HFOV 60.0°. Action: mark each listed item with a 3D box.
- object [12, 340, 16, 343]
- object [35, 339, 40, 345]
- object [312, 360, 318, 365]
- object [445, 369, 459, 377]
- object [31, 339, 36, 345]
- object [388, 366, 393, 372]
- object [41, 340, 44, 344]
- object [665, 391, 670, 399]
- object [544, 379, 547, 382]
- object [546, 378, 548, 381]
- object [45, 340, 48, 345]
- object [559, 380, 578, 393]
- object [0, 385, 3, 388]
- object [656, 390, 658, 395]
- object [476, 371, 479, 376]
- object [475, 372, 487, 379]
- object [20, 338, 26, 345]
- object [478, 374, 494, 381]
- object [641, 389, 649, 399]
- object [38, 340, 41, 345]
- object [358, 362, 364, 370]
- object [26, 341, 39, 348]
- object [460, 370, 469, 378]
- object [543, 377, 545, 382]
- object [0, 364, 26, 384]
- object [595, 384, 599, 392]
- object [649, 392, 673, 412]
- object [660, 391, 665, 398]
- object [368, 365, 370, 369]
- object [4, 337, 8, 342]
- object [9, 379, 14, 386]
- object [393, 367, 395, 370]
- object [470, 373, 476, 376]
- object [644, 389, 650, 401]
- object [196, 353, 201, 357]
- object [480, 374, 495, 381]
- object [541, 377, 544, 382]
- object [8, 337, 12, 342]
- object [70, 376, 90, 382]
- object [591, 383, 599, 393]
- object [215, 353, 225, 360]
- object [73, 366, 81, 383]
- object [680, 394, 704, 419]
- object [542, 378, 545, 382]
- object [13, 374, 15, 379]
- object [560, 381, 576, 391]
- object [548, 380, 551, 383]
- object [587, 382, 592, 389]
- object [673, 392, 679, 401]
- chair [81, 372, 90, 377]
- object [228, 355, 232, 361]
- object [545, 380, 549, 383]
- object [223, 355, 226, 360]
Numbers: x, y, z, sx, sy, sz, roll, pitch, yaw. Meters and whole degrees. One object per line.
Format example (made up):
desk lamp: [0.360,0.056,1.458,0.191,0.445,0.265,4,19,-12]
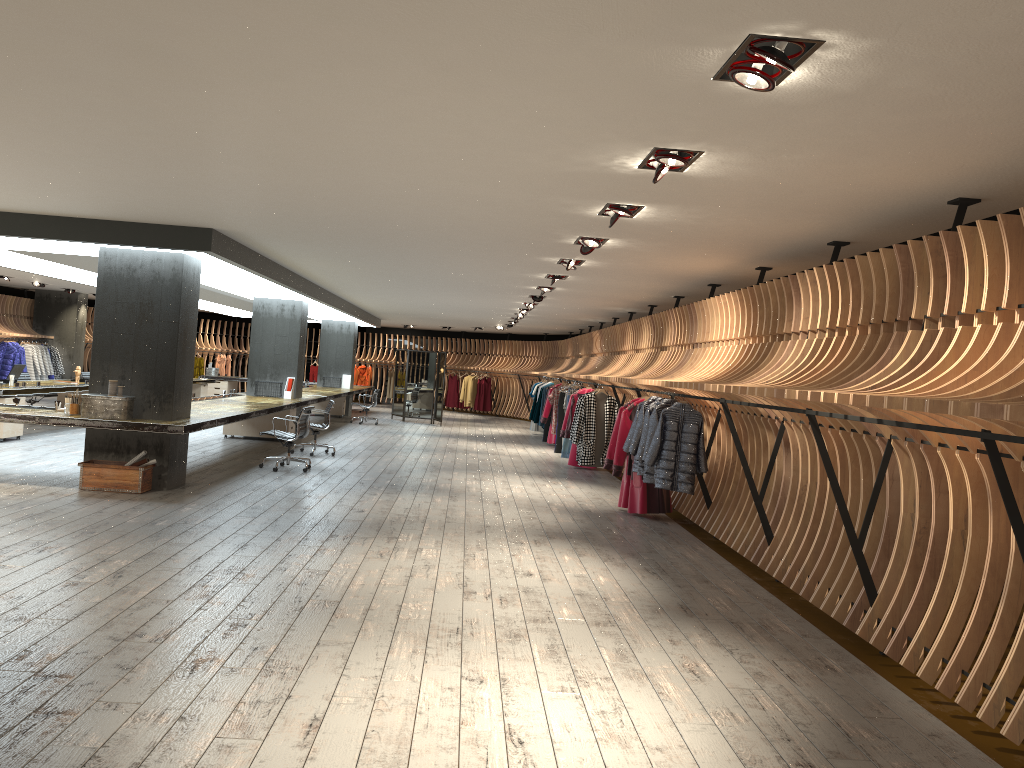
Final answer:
object: [-12.203,-0.995,21.698,0.525,0.270,0.012,4,0,-3]
object: [-12.232,-0.995,22.838,0.518,0.313,0.012,4,0,-3]
object: [-6.827,-0.737,30.787,0.525,0.270,0.012,5,0,42]
object: [-1.961,-0.360,29.658,0.525,0.270,0.012,4,0,-3]
object: [-12.224,-0.992,22.660,0.518,0.313,0.012,4,0,-3]
object: [-4.176,-0.537,30.670,0.012,0.270,0.525,4,1,12]
object: [-12.254,-0.992,23.196,0.516,0.316,0.012,4,0,-3]
object: [1.609,0.194,9.066,0.439,0.242,0.016,4,0,22]
object: [0.873,-0.045,23.001,0.524,0.288,0.015,4,0,7]
object: [0.929,-0.035,22.705,0.524,0.285,0.013,4,0,-8]
object: [-12.266,-0.997,23.383,0.518,0.313,0.012,4,0,-3]
object: [1.185,0.057,17.361,0.525,0.270,0.012,4,0,-3]
object: [-7.461,0.027,12.664,0.302,0.074,0.217,4,1,-8]
object: [1.567,0.178,9.597,0.010,0.226,0.440,4,0,-43]
object: [-1.123,-0.291,28.947,0.012,0.270,0.525,4,0,37]
object: [-0.952,-0.272,28.780,0.525,0.270,0.012,4,0,-28]
object: [-12.199,-0.983,22.162,0.518,0.313,0.012,4,0,-3]
object: [-0.840,-0.262,28.665,0.525,0.270,0.012,4,0,-3]
object: [1.542,0.190,10.280,0.525,0.270,0.012,5,0,27]
object: [-12.299,-1.023,23.035,0.525,0.270,0.012,4,0,-3]
object: [-5.182,-0.616,30.848,0.012,0.270,0.525,4,1,27]
object: [-12.211,-0.987,22.397,0.518,0.313,0.012,4,0,-3]
object: [-1.497,-0.320,29.316,0.525,0.270,0.012,4,0,-38]
object: [0.893,-0.057,23.443,0.525,0.270,0.012,4,0,-18]
object: [-8.057,-0.168,14.182,0.365,0.316,0.373,4,0,-3]
object: [1.342,0.126,13.704,0.525,0.270,0.012,4,0,-3]
object: [1.587,0.193,8.907,0.440,0.226,0.010,4,0,22]
object: [1.580,0.182,9.361,0.440,0.226,0.010,4,0,-13]
object: [-4.956,-0.599,30.824,0.012,0.270,0.525,4,1,-23]
object: [-12.205,-0.977,21.377,0.523,0.292,0.012,4,0,-3]
object: [-7.711,-0.026,13.666,0.062,0.111,0.061,4,0,31]
object: [-4.045,-0.527,30.659,0.012,0.270,0.525,4,1,17]
object: [-1.275,-0.305,29.109,0.525,0.270,0.012,4,0,-3]
object: [1.561,0.206,10.007,0.523,0.291,0.015,4,0,7]
object: [-10.313,-0.964,29.050,0.525,0.270,0.012,5,0,27]
object: [-0.779,-0.257,28.584,0.525,0.270,0.012,4,0,-28]
object: [0.851,-0.065,23.752,0.525,0.270,0.012,4,0,-13]
object: [-12.178,-0.982,21.520,0.523,0.291,0.012,4,0,-3]
object: [-8.022,-0.087,16.521,0.262,0.088,0.373,4,1,-3]
object: [1.355,0.122,14.030,0.525,0.270,0.012,4,0,17]
object: [-9.721,-0.931,29.554,0.525,0.270,0.012,5,0,32]
object: [-7.842,-0.171,15.991,0.097,0.300,0.321,4,0,-19]
object: [1.626,0.204,8.422,0.440,0.226,0.010,5,0,37]
object: [0.865,-0.062,23.615,0.525,0.270,0.012,4,0,12]
object: [-7.688,-0.070,13.665,0.030,0.170,0.007,4,0,-36]
object: [1.166,0.052,17.574,0.525,0.270,0.012,5,0,37]
object: [0.952,-0.028,22.024,0.525,0.270,0.012,4,0,2]
object: [1.286,0.106,14.766,0.525,0.270,0.012,5,0,27]
object: [1.622,0.204,8.789,0.438,0.244,0.010,4,0,-3]
chair: [-8.761,0.189,18.745,0.667,0.859,0.693,4,0,-7]
object: [-9.484,-0.916,29.708,0.012,0.270,0.525,4,0,-38]
object: [0.913,-0.032,22.417,0.524,0.284,0.014,4,0,7]
object: [-9.626,-0.925,29.627,0.012,0.270,0.525,4,1,-33]
